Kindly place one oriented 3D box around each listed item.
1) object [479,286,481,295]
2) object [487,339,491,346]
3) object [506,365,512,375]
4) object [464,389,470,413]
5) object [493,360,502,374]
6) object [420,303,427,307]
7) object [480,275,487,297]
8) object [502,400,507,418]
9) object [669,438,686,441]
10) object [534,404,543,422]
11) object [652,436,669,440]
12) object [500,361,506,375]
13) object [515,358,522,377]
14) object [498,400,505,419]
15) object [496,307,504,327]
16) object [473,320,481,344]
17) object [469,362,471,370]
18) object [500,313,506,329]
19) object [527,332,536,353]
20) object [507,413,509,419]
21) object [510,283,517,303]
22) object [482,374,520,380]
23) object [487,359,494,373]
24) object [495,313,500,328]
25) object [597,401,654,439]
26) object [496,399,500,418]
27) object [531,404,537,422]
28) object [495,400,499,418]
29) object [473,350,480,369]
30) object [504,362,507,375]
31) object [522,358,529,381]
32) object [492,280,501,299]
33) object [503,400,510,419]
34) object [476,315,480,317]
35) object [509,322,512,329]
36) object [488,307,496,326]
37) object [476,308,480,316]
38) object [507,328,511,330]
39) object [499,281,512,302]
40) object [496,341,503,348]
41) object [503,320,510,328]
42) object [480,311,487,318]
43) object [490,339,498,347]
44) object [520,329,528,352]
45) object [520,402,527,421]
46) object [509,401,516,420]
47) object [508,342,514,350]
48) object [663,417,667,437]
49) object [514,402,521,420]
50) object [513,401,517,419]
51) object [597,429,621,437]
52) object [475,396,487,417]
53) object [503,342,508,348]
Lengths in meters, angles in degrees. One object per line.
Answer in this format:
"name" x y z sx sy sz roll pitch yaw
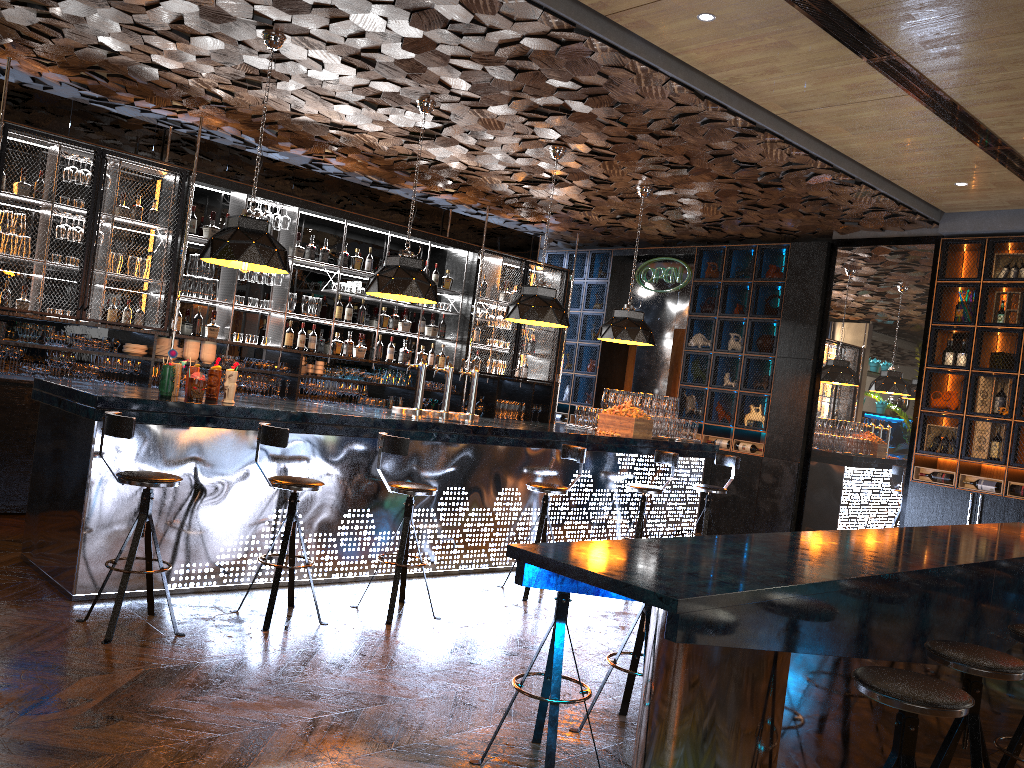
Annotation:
"object" -0.447 -1.202 10.811 0.123 0.279 0.123 7 0 -35
"object" -0.269 -0.513 11.100 0.089 0.092 0.089 7 0 14
"object" -0.022 -0.171 11.228 0.105 0.209 0.105 7 0 32
"object" -0.525 0.224 10.809 0.170 0.313 0.170 7 0 41
"object" -0.186 -0.192 11.069 0.105 0.209 0.105 7 0 32
"object" -1.016 -0.936 10.248 0.089 0.092 0.089 7 0 33
"object" -0.348 -1.200 10.926 0.086 0.297 0.086 7 0 6
"object" -0.093 0.321 11.168 0.079 0.231 0.079 7 0 -33
"object" 1.494 0.528 8.877 0.273 0.019 0.437 7 0 -43
"object" 0.342 0.379 11.509 0.101 0.227 0.101 7 0 24
"object" 1.296 0.502 8.677 0.273 0.019 0.437 7 0 -43
"object" -0.141 -0.186 11.197 0.105 0.209 0.105 7 0 32
"object" 0.089 -0.194 11.448 0.083 0.282 0.083 7 0 32
"object" -0.133 0.316 11.014 0.079 0.231 0.079 7 0 43
"object" -0.141 -0.834 11.033 0.092 0.244 0.092 7 0 41
"object" -0.433 -0.635 10.929 0.086 0.298 0.086 7 0 6
"object" -0.549 -0.273 10.826 0.123 0.279 0.123 7 0 36
"object" -0.102 -0.829 11.296 0.092 0.244 0.092 7 0 41
"object" 0.263 -0.539 11.569 0.083 0.282 0.083 7 0 -33
"object" -0.032 0.329 11.234 0.079 0.231 0.079 7 0 -42
"object" 0.034 -1.144 11.284 0.083 0.282 0.083 7 0 32
"object" -0.138 -0.090 11.174 0.437 0.019 0.273 7 0 -43
"object" -0.269 -0.203 11.148 0.105 0.209 0.105 7 0 32
"object" -0.173 -0.839 11.228 0.092 0.244 0.092 7 0 41
"object" 1.104 0.325 8.455 0.340 0.332 0.464 7 0 -40
"object" -0.195 0.308 11.204 0.079 0.231 0.079 7 0 -11
"object" 0.265 0.369 11.381 0.101 0.227 0.101 7 0 24
"object" -0.206 0.306 10.942 0.079 0.231 0.079 7 0 -7
"object" -0.436 -0.270 10.955 0.086 0.299 0.086 7 0 6
"object" -0.087 -0.179 11.315 0.105 0.209 0.105 7 0 32
"object" 0.172 -0.191 11.544 0.086 0.298 0.086 7 0 6
"object" -0.193 -1.173 11.070 0.083 0.282 0.083 7 0 -43
"object" -0.074 0.323 11.073 0.079 0.231 0.079 7 0 23
"object" -0.435 -0.861 10.810 0.089 0.092 0.089 7 0 -17
"object" 0.010 -0.815 11.176 0.092 0.244 0.092 7 0 41
"object" -0.253 -0.849 11.153 0.092 0.244 0.092 7 0 41
"object" -0.432 -0.881 10.810 0.089 0.092 0.089 7 0 -17
"object" -0.027 -0.820 11.367 0.092 0.244 0.092 7 0 41
"object" -0.081 -1.157 11.177 0.123 0.279 0.123 7 0 -40
"object" -0.156 -0.498 11.147 0.089 0.092 0.089 7 0 -42
"object" -0.061 -0.824 11.108 0.092 0.244 0.092 7 0 41
"object" -0.347 -0.850 10.876 0.089 0.092 0.089 7 0 8
"object" -0.228 -0.507 11.001 0.089 0.092 0.089 7 0 31
"object" 0.164 -0.560 11.479 0.086 0.299 0.086 7 0 6
"object" 0.138 0.350 11.271 0.079 0.231 0.079 7 0 43
"object" -0.003 0.332 11.139 0.079 0.231 0.079 7 0 -16
"object" -0.011 -0.480 11.201 0.089 0.092 0.089 7 0 31
"object" 1.487 0.429 8.826 0.105 0.209 0.105 7 0 -18
"object" 0.065 0.341 11.199 0.079 0.231 0.079 7 0 -7
"object" 0.039 0.338 11.298 0.079 0.231 0.079 7 0 27
"object" 0.896 0.451 8.145 0.198 0.045 0.377 7 0 -5
"object" -0.388 0.274 10.865 0.158 0.248 0.158 7 0 41
"object" -0.100 -0.491 11.364 0.089 0.092 0.089 7 0 31
